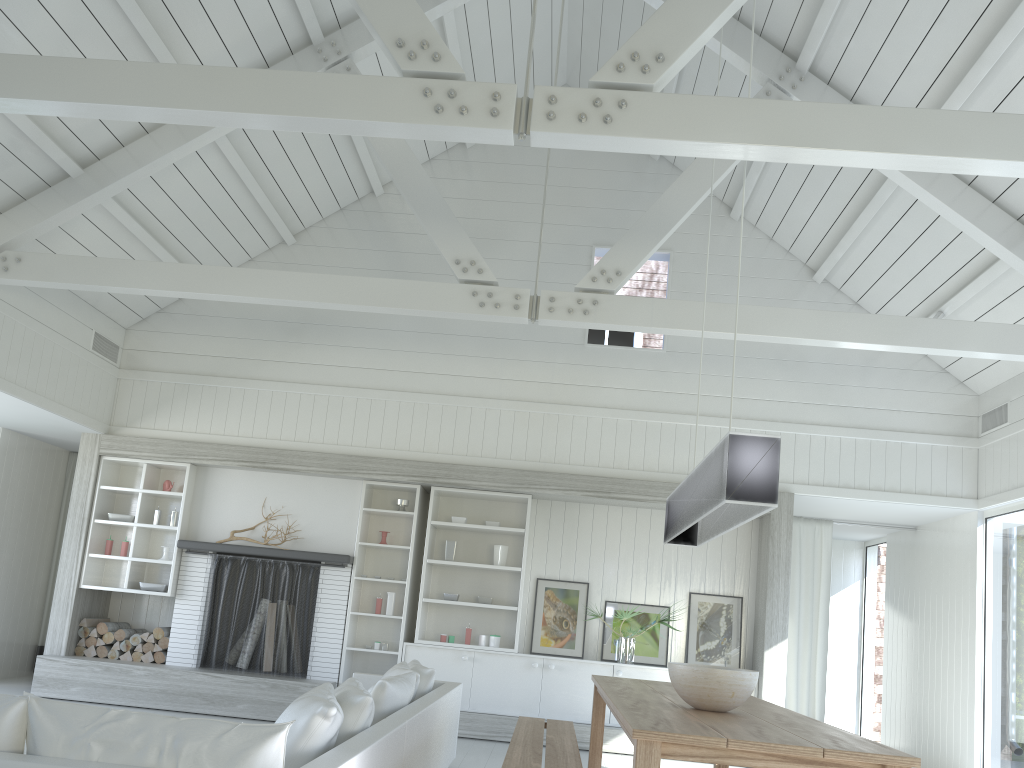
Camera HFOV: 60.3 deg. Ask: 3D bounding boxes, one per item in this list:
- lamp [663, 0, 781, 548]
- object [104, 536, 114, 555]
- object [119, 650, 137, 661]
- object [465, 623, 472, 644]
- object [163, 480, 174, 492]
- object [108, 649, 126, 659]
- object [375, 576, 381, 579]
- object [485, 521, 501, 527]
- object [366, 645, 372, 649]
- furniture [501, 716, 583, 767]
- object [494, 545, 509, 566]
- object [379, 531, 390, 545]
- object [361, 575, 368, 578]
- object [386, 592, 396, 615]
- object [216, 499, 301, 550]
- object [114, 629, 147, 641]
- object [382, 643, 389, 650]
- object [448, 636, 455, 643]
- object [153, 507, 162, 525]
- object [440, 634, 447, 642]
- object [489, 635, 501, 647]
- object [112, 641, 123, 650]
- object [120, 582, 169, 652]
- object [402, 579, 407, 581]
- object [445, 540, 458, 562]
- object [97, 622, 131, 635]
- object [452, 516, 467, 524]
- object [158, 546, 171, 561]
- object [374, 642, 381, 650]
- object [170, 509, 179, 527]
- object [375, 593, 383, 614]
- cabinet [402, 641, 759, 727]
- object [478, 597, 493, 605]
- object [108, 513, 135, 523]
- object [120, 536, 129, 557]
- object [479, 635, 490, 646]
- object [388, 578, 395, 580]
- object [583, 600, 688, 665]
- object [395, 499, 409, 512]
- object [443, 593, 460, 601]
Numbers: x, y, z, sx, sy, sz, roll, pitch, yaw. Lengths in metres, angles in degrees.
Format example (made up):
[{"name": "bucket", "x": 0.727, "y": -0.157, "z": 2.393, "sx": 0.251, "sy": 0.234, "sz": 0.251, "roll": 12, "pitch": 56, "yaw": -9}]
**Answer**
[{"name": "lamp", "x": 1.161, "y": -1.333, "z": 4.653, "sx": 0.200, "sy": 4.171, "sz": 1.942, "roll": 5, "pitch": -10, "yaw": 4}, {"name": "object", "x": -3.801, "y": 1.522, "z": 8.320, "sx": 0.054, "sy": 0.193, "sz": 0.055, "roll": 5, "pitch": -9, "yaw": 4}, {"name": "object", "x": -3.531, "y": 2.586, "z": 8.354, "sx": 0.134, "sy": 0.144, "sz": 0.559, "roll": 5, "pitch": -14, "yaw": 4}, {"name": "object", "x": -0.401, "y": 2.304, "z": 8.141, "sx": 0.054, "sy": 0.193, "sz": 0.055, "roll": 5, "pitch": -9, "yaw": 3}, {"name": "object", "x": -3.268, "y": 0.973, "z": 8.375, "sx": 0.060, "sy": 0.124, "sz": 0.232, "roll": 14, "pitch": -16, "yaw": -40}, {"name": "object", "x": -3.656, "y": 2.542, "z": 8.358, "sx": 0.105, "sy": 0.113, "sz": 0.527, "roll": 5, "pitch": -15, "yaw": 3}, {"name": "object", "x": -1.255, "y": 1.813, "z": 8.242, "sx": 0.054, "sy": 0.025, "sz": 0.055, "roll": 5, "pitch": -14, "yaw": 4}, {"name": "object", "x": -0.184, "y": 1.356, "z": 8.425, "sx": 0.141, "sy": 0.065, "sz": 0.144, "roll": 5, "pitch": -14, "yaw": 4}, {"name": "object", "x": -1.325, "y": 2.437, "z": 8.164, "sx": 0.054, "sy": 0.025, "sz": 0.055, "roll": 5, "pitch": -14, "yaw": 4}, {"name": "furniture", "x": 0.133, "y": 1.987, "z": 4.210, "sx": 0.340, "sy": 0.462, "sz": 2.736, "roll": 5, "pitch": -15, "yaw": 4}, {"name": "object", "x": -0.108, "y": 1.608, "z": 8.234, "sx": 0.104, "sy": 0.193, "sz": 0.103, "roll": 14, "pitch": -14, "yaw": -40}, {"name": "object", "x": -1.208, "y": 1.458, "z": 8.313, "sx": 0.139, "sy": 0.128, "sz": 0.137, "roll": 17, "pitch": -17, "yaw": -43}, {"name": "object", "x": -1.375, "y": 1.789, "z": 8.196, "sx": 0.054, "sy": 0.025, "sz": 0.055, "roll": 5, "pitch": -14, "yaw": 4}, {"name": "object", "x": -1.132, "y": 2.048, "z": 8.214, "sx": 0.072, "sy": 0.207, "sz": 0.072, "roll": 5, "pitch": -10, "yaw": 3}, {"name": "object", "x": -2.265, "y": 1.278, "z": 8.146, "sx": 0.789, "sy": 0.494, "sz": 0.462, "roll": 12, "pitch": -13, "yaw": -26}, {"name": "object", "x": -3.614, "y": 2.382, "z": 8.374, "sx": 0.109, "sy": 0.107, "sz": 0.504, "roll": 5, "pitch": -15, "yaw": 2}, {"name": "object", "x": -1.173, "y": 2.431, "z": 8.157, "sx": 0.058, "sy": 0.060, "sz": 0.058, "roll": 5, "pitch": -12, "yaw": 3}, {"name": "object", "x": -0.563, "y": 2.359, "z": 8.150, "sx": 0.058, "sy": 0.060, "sz": 0.058, "roll": 9, "pitch": -12, "yaw": -18}, {"name": "object", "x": -3.356, "y": 1.246, "z": 8.345, "sx": 0.054, "sy": 0.193, "sz": 0.055, "roll": 5, "pitch": -9, "yaw": 4}, {"name": "object", "x": -0.633, "y": 2.341, "z": 8.129, "sx": 0.054, "sy": 0.070, "sz": 0.055, "roll": 9, "pitch": -12, "yaw": -17}, {"name": "object", "x": -0.158, "y": 2.357, "z": 8.090, "sx": 0.085, "sy": 0.109, "sz": 0.086, "roll": -3, "pitch": -14, "yaw": 38}, {"name": "object", "x": -3.637, "y": 2.469, "z": 8.348, "sx": 0.080, "sy": 0.078, "sz": 0.487, "roll": 5, "pitch": -15, "yaw": 2}, {"name": "object", "x": -3.456, "y": 2.213, "z": 8.357, "sx": 0.342, "sy": 0.632, "sz": 0.622, "roll": 8, "pitch": -12, "yaw": -11}, {"name": "object", "x": -1.014, "y": 1.861, "z": 8.336, "sx": 0.054, "sy": 0.025, "sz": 0.055, "roll": 5, "pitch": -14, "yaw": 4}, {"name": "object", "x": -0.575, "y": 1.571, "z": 8.262, "sx": 0.102, "sy": 0.193, "sz": 0.104, "roll": 5, "pitch": -10, "yaw": 4}, {"name": "object", "x": -3.782, "y": 2.326, "z": 8.391, "sx": 0.110, "sy": 0.109, "sz": 0.504, "roll": 5, "pitch": -15, "yaw": 2}, {"name": "object", "x": -0.497, "y": 1.294, "z": 8.303, "sx": 0.141, "sy": 0.065, "sz": 0.144, "roll": 5, "pitch": -14, "yaw": 4}, {"name": "object", "x": -3.252, "y": 1.597, "z": 8.280, "sx": 0.137, "sy": 0.128, "sz": 0.139, "roll": 7, "pitch": -12, "yaw": -9}, {"name": "object", "x": -1.246, "y": 2.420, "z": 8.163, "sx": 0.054, "sy": 0.070, "sz": 0.055, "roll": 5, "pitch": -11, "yaw": 3}, {"name": "object", "x": -3.191, "y": 1.259, "z": 8.335, "sx": 0.054, "sy": 0.193, "sz": 0.055, "roll": 5, "pitch": -9, "yaw": 4}, {"name": "object", "x": -1.239, "y": 2.047, "z": 8.221, "sx": 0.054, "sy": 0.193, "sz": 0.055, "roll": 5, "pitch": -9, "yaw": 3}, {"name": "cabinet", "x": 0.588, "y": 2.808, "z": 8.129, "sx": 3.179, "sy": 0.542, "sz": 0.666, "roll": 5, "pitch": -12, "yaw": 3}, {"name": "object", "x": -0.251, "y": 2.047, "z": 8.316, "sx": 0.141, "sy": 0.065, "sz": 0.144, "roll": 5, "pitch": -14, "yaw": 4}, {"name": "object", "x": -3.695, "y": 1.283, "z": 8.370, "sx": 0.243, "sy": 0.071, "sz": 0.246, "roll": 8, "pitch": -15, "yaw": -11}, {"name": "object", "x": -3.650, "y": 1.534, "z": 8.312, "sx": 0.054, "sy": 0.193, "sz": 0.055, "roll": 5, "pitch": -9, "yaw": 4}, {"name": "object", "x": -0.250, "y": 2.376, "z": 8.162, "sx": 0.092, "sy": 0.094, "sz": 0.091, "roll": -3, "pitch": -15, "yaw": 37}, {"name": "object", "x": -1.135, "y": 1.837, "z": 8.289, "sx": 0.054, "sy": 0.025, "sz": 0.055, "roll": 5, "pitch": -14, "yaw": 4}, {"name": "object", "x": 1.097, "y": 2.194, "z": 7.895, "sx": 0.971, "sy": 0.619, "sz": 0.634, "roll": 5, "pitch": -12, "yaw": 1}, {"name": "object", "x": -1.041, "y": 1.155, "z": 8.326, "sx": 0.162, "sy": 0.122, "sz": 0.164, "roll": -4, "pitch": -16, "yaw": 35}, {"name": "object", "x": -0.564, "y": 1.984, "z": 8.194, "sx": 0.141, "sy": 0.065, "sz": 0.144, "roll": 5, "pitch": -14, "yaw": 4}]
